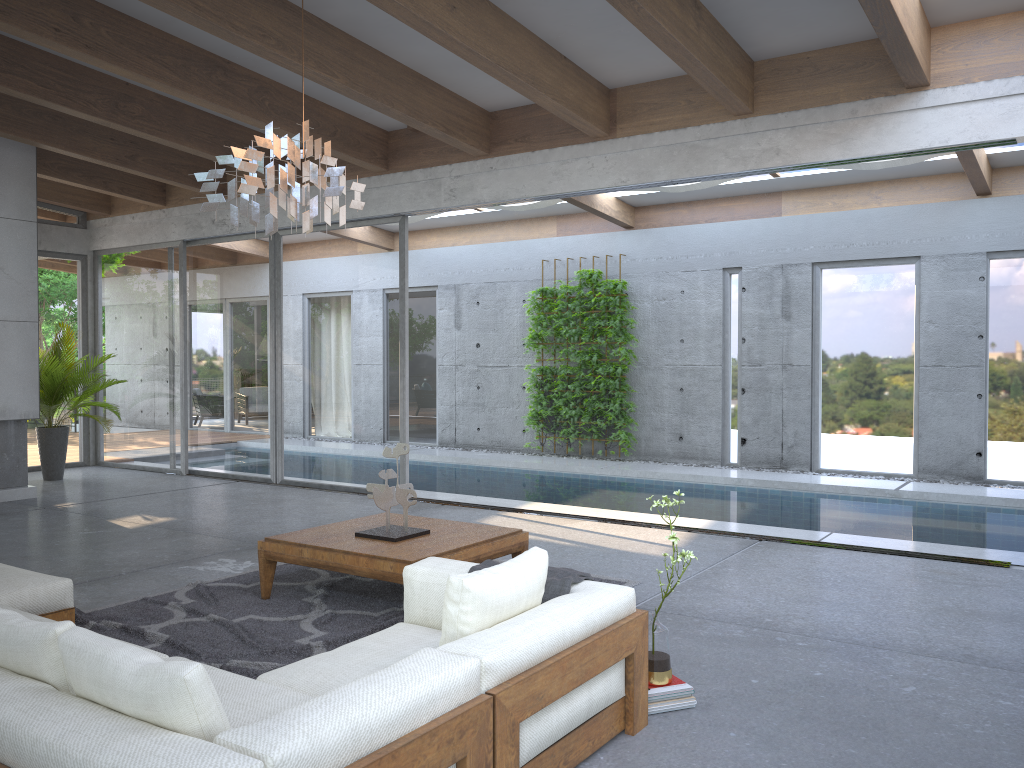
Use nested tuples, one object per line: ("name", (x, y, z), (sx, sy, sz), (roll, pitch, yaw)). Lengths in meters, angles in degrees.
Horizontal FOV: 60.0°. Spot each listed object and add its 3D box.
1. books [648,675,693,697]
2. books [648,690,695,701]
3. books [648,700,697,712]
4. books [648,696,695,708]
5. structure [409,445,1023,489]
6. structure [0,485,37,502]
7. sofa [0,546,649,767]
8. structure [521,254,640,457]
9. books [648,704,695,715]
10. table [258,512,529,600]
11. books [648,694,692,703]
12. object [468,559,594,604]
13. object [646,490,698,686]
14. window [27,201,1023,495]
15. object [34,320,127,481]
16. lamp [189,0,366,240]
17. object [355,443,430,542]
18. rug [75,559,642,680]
("books", (0.539, 1.162, 3.484), (0.219, 0.012, 0.286), (-1, 2, -21))
("books", (0.544, 1.175, 3.484), (0.219, 0.012, 0.286), (-1, 2, -21))
("books", (0.551, 1.212, 3.476), (0.219, 0.012, 0.286), (-1, 2, -21))
("books", (0.546, 1.200, 3.478), (0.219, 0.012, 0.286), (-1, 2, -21))
("structure", (1.640, 1.032, 11.747), (13.673, 0.068, 0.477), (1, 2, 34))
("structure", (-6.106, 0.827, 8.420), (2.203, 0.595, 2.012), (1, 2, 34))
("sofa", (-1.602, 0.930, 3.438), (3.733, 0.777, 1.965), (1, 2, 34))
("structure", (2.894, -0.285, 8.154), (2.739, 2.687, 10.282), (-1, 2, -39))
("books", (0.546, 1.224, 3.479), (0.219, 0.012, 0.286), (-1, 2, -21))
("table", (-0.654, 1.022, 5.030), (1.112, 0.352, 1.048), (1, 2, 34))
("books", (0.535, 1.187, 3.488), (0.219, 0.012, 0.286), (-1, 2, -21))
("object", (0.016, 1.044, 3.258), (0.472, 0.704, 0.857), (1, 2, 30))
("object", (0.600, 0.782, 3.420), (0.171, 0.750, 0.238), (-1, 2, -35))
("window", (-0.472, -0.665, 4.745), (23.280, 3.764, 14.294), (1, 2, 34))
("object", (-5.170, 0.166, 9.984), (1.798, 1.819, 1.484), (1, 2, 41))
("lamp", (-1.112, -1.380, 4.103), (0.862, 1.400, 0.636), (0, 1, -9))
("object", (-0.687, 0.587, 5.010), (0.379, 0.518, 0.346), (1, 2, 34))
("rug", (-1.012, 1.177, 4.597), (2.187, 0.056, 3.186), (1, 2, 34))
